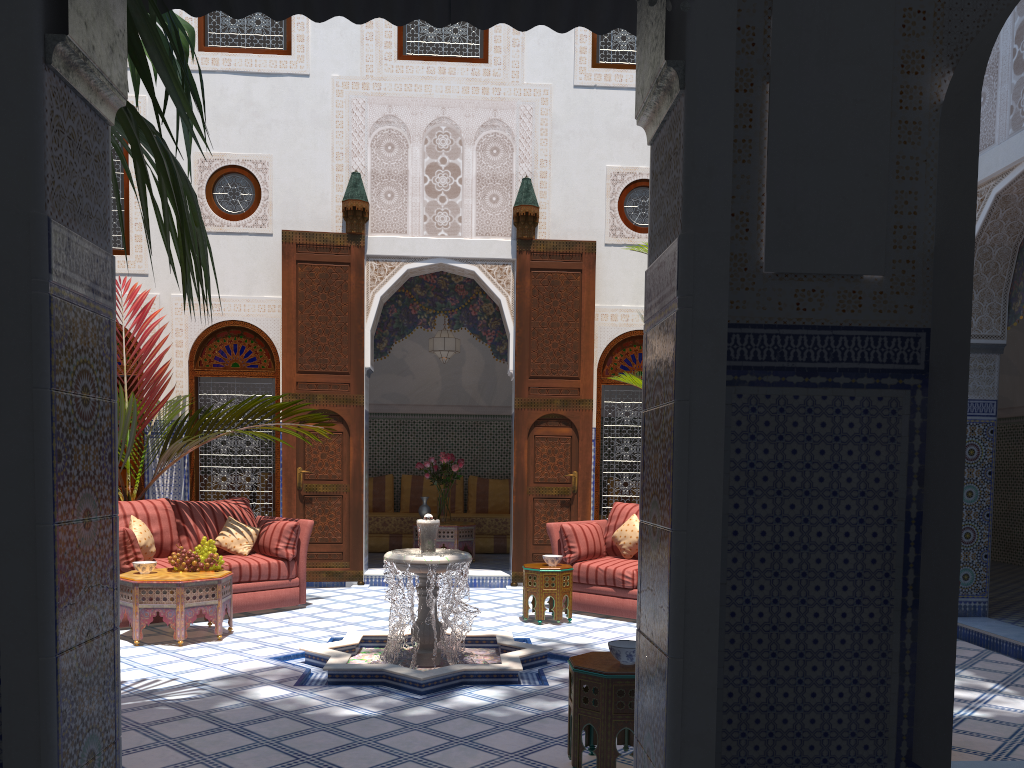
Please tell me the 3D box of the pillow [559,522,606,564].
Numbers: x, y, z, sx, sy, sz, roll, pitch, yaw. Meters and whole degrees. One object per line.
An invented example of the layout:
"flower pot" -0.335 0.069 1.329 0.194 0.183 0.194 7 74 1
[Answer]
"pillow" 0.450 1.005 5.537 0.187 0.255 0.380 1 -2 43

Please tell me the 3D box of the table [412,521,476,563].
"table" -0.577 1.348 7.475 0.537 0.325 0.538 1 -3 -3

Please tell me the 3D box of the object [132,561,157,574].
"object" -1.878 0.940 4.482 0.118 0.057 0.118 -2 -5 34

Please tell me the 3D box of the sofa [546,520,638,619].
"sofa" 0.948 1.140 5.357 1.360 0.544 0.733 -3 -4 42

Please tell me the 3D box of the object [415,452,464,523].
"object" -0.596 0.874 7.412 0.447 0.601 0.333 1 1 23

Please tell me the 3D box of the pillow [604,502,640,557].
"pillow" 0.849 0.954 5.636 0.581 0.382 0.301 -2 -2 42

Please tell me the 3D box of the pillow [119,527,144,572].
"pillow" -2.137 0.890 4.732 0.379 0.255 0.187 -2 -1 43

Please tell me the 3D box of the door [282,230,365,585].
"door" -1.344 0.196 6.269 0.583 2.537 0.122 0 4 -8

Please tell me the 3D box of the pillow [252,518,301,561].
"pillow" -1.477 0.968 5.481 0.396 0.244 0.187 -2 -2 42

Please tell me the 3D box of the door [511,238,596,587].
"door" 0.298 0.231 6.388 0.583 2.537 0.122 1 3 -3

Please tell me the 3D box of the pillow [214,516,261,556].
"pillow" -1.702 0.940 5.416 0.266 0.238 0.145 1 1 -2

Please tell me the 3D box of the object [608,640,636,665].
"object" 0.338 0.787 2.558 0.118 0.057 0.118 0 -4 9

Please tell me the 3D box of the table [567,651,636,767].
"table" 0.312 0.981 2.595 0.289 0.327 0.288 1 0 -3

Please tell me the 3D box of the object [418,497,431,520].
"object" -0.741 1.064 7.428 0.106 0.215 0.106 1 2 2

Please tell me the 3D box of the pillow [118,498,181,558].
"pillow" -2.241 0.864 5.127 0.290 0.393 0.582 1 -2 42

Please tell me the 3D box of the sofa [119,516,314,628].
"sofa" -1.950 1.087 5.240 0.731 0.544 1.363 -1 -5 42

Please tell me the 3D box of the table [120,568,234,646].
"table" -1.733 1.135 4.507 0.537 0.325 0.538 1 -3 -3

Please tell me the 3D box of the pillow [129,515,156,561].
"pillow" -2.081 0.874 4.930 0.133 0.275 0.303 1 -1 -2

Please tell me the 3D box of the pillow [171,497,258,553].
"pillow" -1.871 0.908 5.550 0.319 0.377 0.561 1 -2 42

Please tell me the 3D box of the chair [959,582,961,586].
"chair" 1.012 0.906 2.918 0.725 0.545 0.813 -1 -3 42

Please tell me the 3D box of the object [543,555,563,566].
"object" 0.237 1.031 5.115 0.118 0.057 0.118 0 -4 9

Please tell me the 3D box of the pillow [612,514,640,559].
"pillow" 0.740 0.952 5.477 0.130 0.280 0.300 -1 0 -38

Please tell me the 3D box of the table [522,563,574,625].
"table" 0.206 1.222 5.114 0.288 0.327 0.289 0 -1 42

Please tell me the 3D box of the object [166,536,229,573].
"object" -1.662 0.926 4.627 0.306 0.241 0.216 2 -1 -23
